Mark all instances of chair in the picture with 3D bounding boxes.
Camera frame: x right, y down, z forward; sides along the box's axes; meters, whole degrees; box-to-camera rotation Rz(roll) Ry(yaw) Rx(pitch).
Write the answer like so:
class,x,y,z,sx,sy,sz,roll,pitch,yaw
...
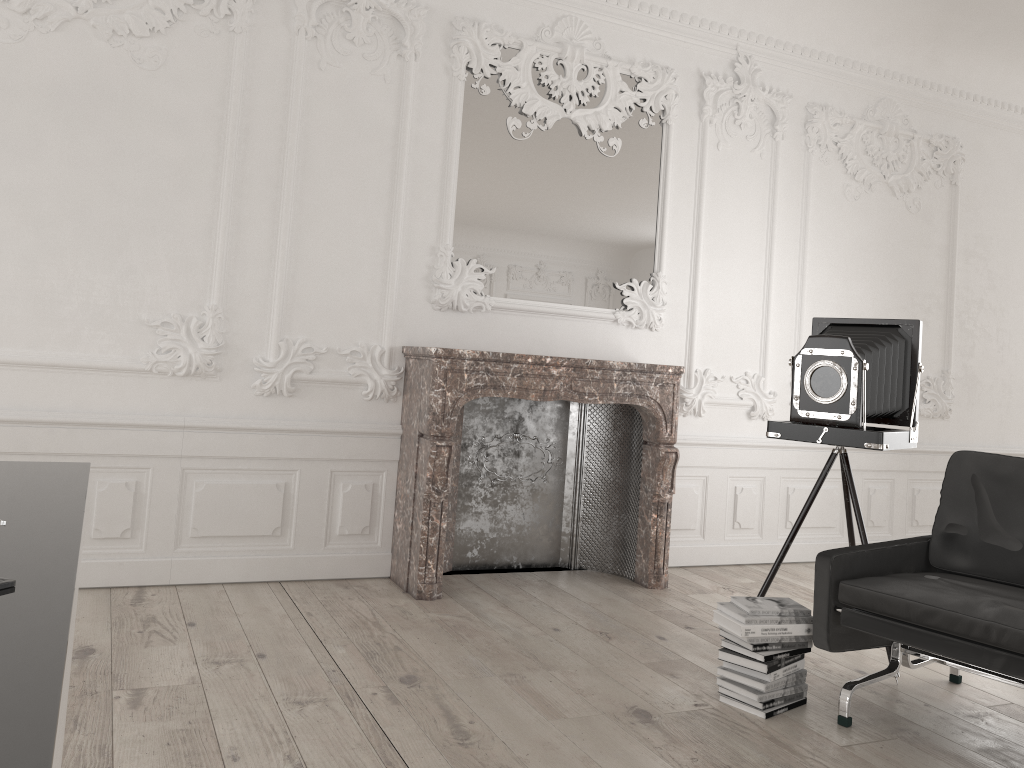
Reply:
class,x,y,z,sx,sy,sz,roll,pitch,yaw
chair,1.803,0.763,3.171,1.083,0.966,0.975,5,-1,-40

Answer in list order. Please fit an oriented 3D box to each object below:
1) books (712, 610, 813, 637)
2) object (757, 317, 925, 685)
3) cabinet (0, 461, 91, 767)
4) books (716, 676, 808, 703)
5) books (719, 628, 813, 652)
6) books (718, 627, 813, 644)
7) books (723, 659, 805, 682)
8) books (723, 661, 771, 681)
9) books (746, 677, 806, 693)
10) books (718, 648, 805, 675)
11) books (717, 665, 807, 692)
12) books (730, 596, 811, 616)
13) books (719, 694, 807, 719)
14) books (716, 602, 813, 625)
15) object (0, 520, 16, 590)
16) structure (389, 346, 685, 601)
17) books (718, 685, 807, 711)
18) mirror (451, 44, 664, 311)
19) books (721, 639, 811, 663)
class,x,y,z,sx,sy,sz,roll,pitch,yaw
books,0.937,0.891,3.302,0.309,0.041,0.199,4,1,-18
object,1.536,0.444,4.069,0.712,1.528,0.652,2,-3,40
cabinet,-1.574,0.626,0.315,2.455,0.885,2.708,4,1,-25
books,0.932,1.120,3.300,0.279,0.025,0.199,3,2,-35
books,0.948,0.950,3.308,0.273,0.025,0.199,4,1,-23
books,0.946,0.925,3.311,0.280,0.025,0.199,4,1,-19
books,0.944,1.045,3.315,0.199,0.035,0.258,5,2,44
books,0.944,1.045,3.315,0.194,0.030,0.251,5,2,44
books,0.953,1.097,3.310,0.242,0.022,0.172,3,2,-37
books,0.932,1.008,3.300,0.199,0.035,0.299,5,2,43
books,0.933,1.076,3.301,0.288,0.026,0.206,3,2,-43
books,0.969,0.835,3.323,0.242,0.022,0.172,4,1,-10
books,0.934,1.173,3.289,0.276,0.025,0.199,3,2,-42
books,0.946,0.858,3.312,0.289,0.026,0.205,4,1,-17
object,-0.808,0.167,0.958,0.384,0.111,0.316,4,1,20
structure,0.131,0.468,4.925,1.540,1.252,0.659,4,-2,-24
books,0.934,1.146,3.297,0.273,0.025,0.199,3,2,-39
mirror,0.300,-1.187,5.236,1.431,1.578,0.009,5,-3,-24
books,0.948,0.977,3.300,0.276,0.025,0.199,3,2,-37
